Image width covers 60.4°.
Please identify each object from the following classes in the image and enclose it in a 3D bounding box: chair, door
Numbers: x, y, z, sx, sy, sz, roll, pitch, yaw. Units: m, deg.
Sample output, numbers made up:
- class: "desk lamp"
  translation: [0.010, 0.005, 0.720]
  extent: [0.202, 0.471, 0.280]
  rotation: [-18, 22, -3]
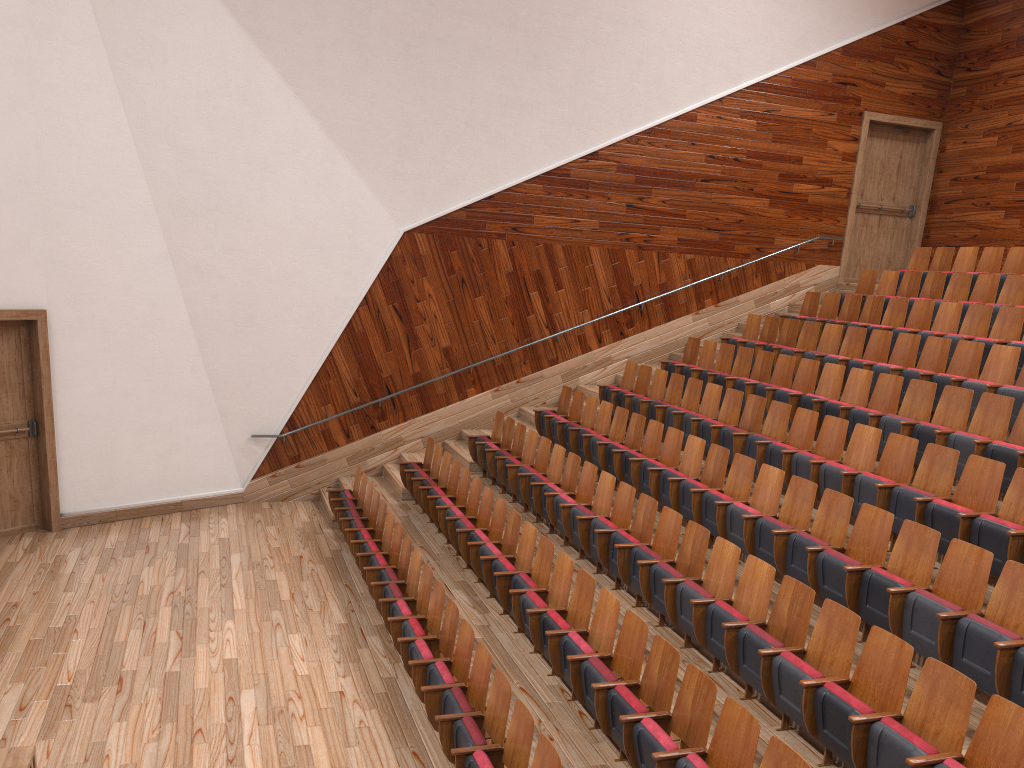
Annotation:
- class: "chair"
  translation: [0.346, 0.080, 0.558]
  extent: [0.770, 0.383, 1.153]
  rotation: [1, 9, -19]
- class: "door"
  translation: [-0.535, 0.046, 0.884]
  extent: [0.024, 0.247, 0.137]
  rotation: [13, 16, 32]
- class: "door"
  translation: [0.556, -0.269, 1.312]
  extent: [0.140, 0.247, 0.023]
  rotation: [0, 15, -18]

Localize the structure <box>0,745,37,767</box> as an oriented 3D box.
- class: "structure"
  translation: [-0.247, 0.222, 0.355]
  extent: [0.078, 0.073, 0.152]
  rotation: [0, 10, -19]
